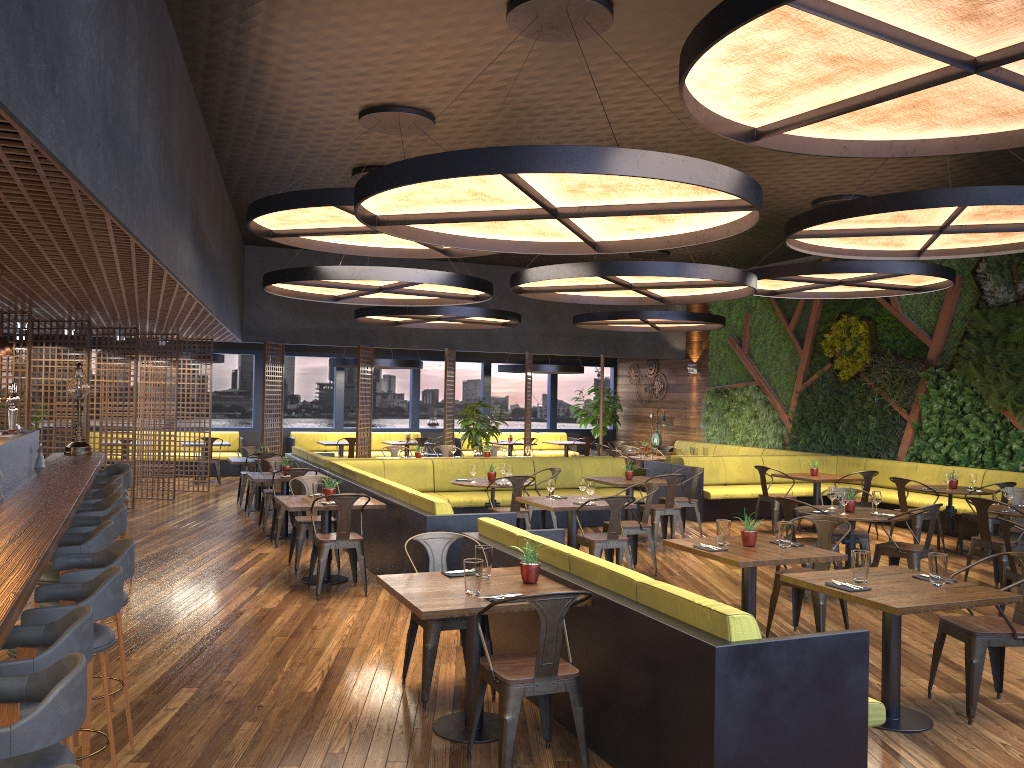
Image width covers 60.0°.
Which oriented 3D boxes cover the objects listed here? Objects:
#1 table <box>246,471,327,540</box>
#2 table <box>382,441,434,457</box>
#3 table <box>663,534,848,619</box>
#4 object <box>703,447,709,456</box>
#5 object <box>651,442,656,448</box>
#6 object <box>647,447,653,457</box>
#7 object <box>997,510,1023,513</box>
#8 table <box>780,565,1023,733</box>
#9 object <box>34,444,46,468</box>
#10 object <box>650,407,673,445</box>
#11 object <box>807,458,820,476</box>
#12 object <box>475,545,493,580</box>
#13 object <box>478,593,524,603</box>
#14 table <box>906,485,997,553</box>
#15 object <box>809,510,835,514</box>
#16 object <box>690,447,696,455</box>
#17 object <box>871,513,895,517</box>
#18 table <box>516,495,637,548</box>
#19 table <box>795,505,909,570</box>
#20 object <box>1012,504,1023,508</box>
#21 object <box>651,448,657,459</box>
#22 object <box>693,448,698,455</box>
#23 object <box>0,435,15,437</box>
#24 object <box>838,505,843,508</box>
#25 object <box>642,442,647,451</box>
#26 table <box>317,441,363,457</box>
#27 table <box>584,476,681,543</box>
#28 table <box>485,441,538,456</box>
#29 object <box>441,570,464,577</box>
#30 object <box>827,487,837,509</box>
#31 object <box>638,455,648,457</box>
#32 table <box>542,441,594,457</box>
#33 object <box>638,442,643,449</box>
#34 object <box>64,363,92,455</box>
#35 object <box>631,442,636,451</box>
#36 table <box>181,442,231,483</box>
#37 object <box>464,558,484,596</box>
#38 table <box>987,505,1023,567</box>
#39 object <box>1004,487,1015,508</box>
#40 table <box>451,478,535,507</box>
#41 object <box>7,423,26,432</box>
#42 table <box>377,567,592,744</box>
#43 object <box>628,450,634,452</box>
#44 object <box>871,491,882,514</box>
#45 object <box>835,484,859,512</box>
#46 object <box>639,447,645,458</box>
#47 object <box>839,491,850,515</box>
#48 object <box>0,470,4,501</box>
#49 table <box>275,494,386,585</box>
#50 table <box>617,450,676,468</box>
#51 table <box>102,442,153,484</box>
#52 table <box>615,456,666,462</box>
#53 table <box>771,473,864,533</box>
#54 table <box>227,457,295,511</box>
[{"bbox_3d":[-2.797,1.507,10.980,0.887,0.763,0.906,1,-1,-23],"label":"table"},{"bbox_3d":[-2.244,1.634,18.979,0.906,0.763,0.887,1,-1,-23],"label":"table"},{"bbox_3d":[1.677,1.526,6.232,0.887,0.763,0.906,1,-1,-23],"label":"table"},{"bbox_3d":[3.478,1.231,15.920,0.102,0.178,0.102,2,-1,-37],"label":"object"},{"bbox_3d":[2.786,1.240,17.481,0.102,0.178,0.102,1,-1,13],"label":"object"},{"bbox_3d":[2.460,1.209,15.774,0.102,0.178,0.102,2,-1,-37],"label":"object"},{"bbox_3d":[4.859,1.235,8.615,0.255,0.019,0.157,2,-1,-24],"label":"object"},{"bbox_3d":[2.175,1.519,5.036,0.906,0.763,0.887,1,-1,-23],"label":"table"},{"bbox_3d":[-4.030,0.610,7.565,0.114,0.203,0.069,1,-1,12],"label":"object"},{"bbox_3d":[3.386,1.339,20.258,0.459,1.615,0.848,1,-1,-23],"label":"object"},{"bbox_3d":[4.217,1.148,12.401,0.260,0.271,0.238,1,-1,16],"label":"object"},{"bbox_3d":[-0.159,1.000,4.969,0.102,0.178,0.102,2,-1,-37],"label":"object"},{"bbox_3d":[-0.044,1.074,4.469,0.255,0.019,0.157,1,-1,-23],"label":"object"},{"bbox_3d":[5.388,1.667,10.906,1.007,0.760,1.007,1,-1,35],"label":"table"},{"bbox_3d":[2.912,1.191,8.273,0.255,0.019,0.157,2,-1,-24],"label":"object"},{"bbox_3d":[3.285,1.230,16.116,0.102,0.178,0.102,2,-1,-37],"label":"object"},{"bbox_3d":[3.399,1.199,8.137,0.157,0.019,0.255,2,-1,-44],"label":"object"},{"bbox_3d":[0.616,1.543,8.828,0.906,0.763,0.887,1,-1,-23],"label":"table"},{"bbox_3d":[3.196,1.587,8.373,1.007,0.760,1.007,2,-1,-35],"label":"table"},{"bbox_3d":[5.204,1.248,9.057,0.157,0.019,0.255,1,-1,20],"label":"object"},{"bbox_3d":[2.470,1.204,15.410,0.102,0.178,0.102,1,-1,13],"label":"object"},{"bbox_3d":[3.254,1.224,15.735,0.102,0.178,0.102,1,-1,13],"label":"object"},{"bbox_3d":[-3.812,0.348,6.522,0.200,0.106,0.766,1,-1,-23],"label":"object"},{"bbox_3d":[3.279,1.205,8.697,0.157,0.019,0.255,1,-1,20],"label":"object"},{"bbox_3d":[2.608,1.190,17.474,0.238,0.271,0.260,1,-1,-1],"label":"object"},{"bbox_3d":[-3.536,1.601,18.438,0.887,0.763,0.906,1,-1,-23],"label":"table"},{"bbox_3d":[1.504,1.596,11.248,0.887,0.763,0.906,1,-1,-23],"label":"table"},{"bbox_3d":[-0.028,1.692,19.898,0.906,0.763,0.887,1,-1,-23],"label":"table"},{"bbox_3d":[-0.268,1.079,5.095,0.255,0.019,0.157,1,-1,-23],"label":"object"},{"bbox_3d":[3.118,1.107,8.637,0.097,0.206,0.097,1,-1,-16],"label":"object"},{"bbox_3d":[2.331,1.287,15.852,0.157,0.019,0.255,1,-1,-23],"label":"object"},{"bbox_3d":[1.265,1.725,20.430,0.887,0.763,0.906,1,-1,-23],"label":"table"},{"bbox_3d":[2.560,1.238,17.664,0.102,0.178,0.102,1,-1,13],"label":"object"},{"bbox_3d":[-4.461,0.254,9.147,0.263,0.944,0.566,2,-1,-30],"label":"object"},{"bbox_3d":[2.401,1.233,17.514,0.102,0.178,0.102,2,-1,-37],"label":"object"},{"bbox_3d":[-6.030,1.537,17.404,0.887,0.763,0.906,1,-1,-23],"label":"table"},{"bbox_3d":[-0.199,0.993,4.547,0.102,0.178,0.102,1,-1,13],"label":"object"},{"bbox_3d":[5.151,1.631,8.720,1.007,0.760,1.007,1,-1,35],"label":"table"},{"bbox_3d":[5.043,1.150,8.997,0.097,0.206,0.097,1,-1,-7],"label":"object"},{"bbox_3d":[-0.235,1.552,10.647,1.007,0.760,1.007,1,-1,15],"label":"table"},{"bbox_3d":[-4.214,0.362,7.544,0.177,0.091,0.091,0,-1,42],"label":"object"},{"bbox_3d":[-0.184,1.468,4.763,0.906,0.763,0.887,1,-1,-23],"label":"table"},{"bbox_3d":[2.273,1.309,17.405,0.157,0.019,0.255,1,-1,-23],"label":"object"},{"bbox_3d":[3.416,1.108,8.312,0.097,0.206,0.097,1,-1,19],"label":"object"},{"bbox_3d":[3.179,1.069,8.375,0.260,0.271,0.238,1,-1,16],"label":"object"},{"bbox_3d":[2.271,1.201,15.533,0.102,0.178,0.102,2,-1,-37],"label":"object"},{"bbox_3d":[3.072,1.100,8.201,0.097,0.206,0.097,0,-1,39],"label":"object"},{"bbox_3d":[-3.101,0.596,5.343,0.069,0.203,0.114,2,-1,-33],"label":"object"},{"bbox_3d":[-1.762,1.491,8.487,0.887,0.763,0.906,1,-1,-23],"label":"table"},{"bbox_3d":[2.588,1.708,17.475,0.887,0.763,0.906,1,-1,-23],"label":"table"},{"bbox_3d":[-7.323,1.503,16.868,0.887,0.763,0.906,1,-1,-23],"label":"table"},{"bbox_3d":[2.423,1.677,15.578,0.887,0.763,0.906,1,-1,-23],"label":"table"},{"bbox_3d":[4.274,1.667,12.398,0.887,0.763,0.906,1,-1,-23],"label":"table"},{"bbox_3d":[-3.836,1.523,13.472,0.887,0.763,0.906,1,-1,-23],"label":"table"}]
